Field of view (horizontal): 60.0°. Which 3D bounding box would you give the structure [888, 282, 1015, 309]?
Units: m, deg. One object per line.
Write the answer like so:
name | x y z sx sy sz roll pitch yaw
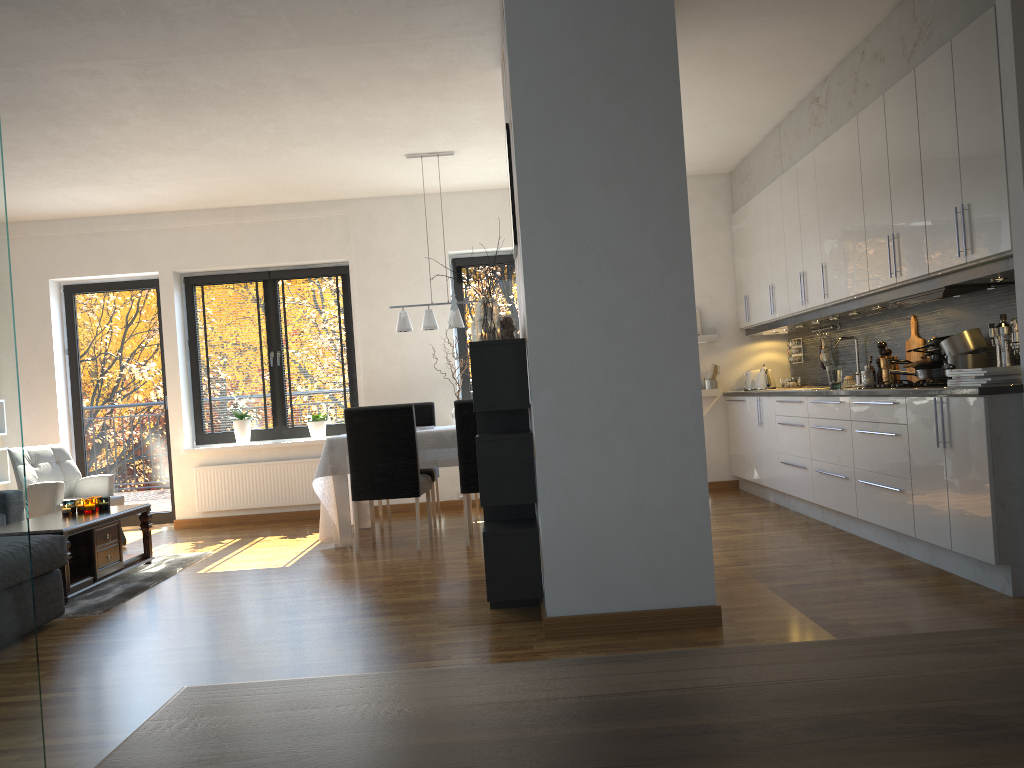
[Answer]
structure | 2.285 -0.508 4.662 0.362 0.148 0.623 -4 -1 0

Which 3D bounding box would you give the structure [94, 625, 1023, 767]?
structure | 0.723 -0.968 1.410 2.685 4.131 4.582 -4 0 -1

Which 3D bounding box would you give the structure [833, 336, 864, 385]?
structure | 2.370 -0.161 6.168 0.195 0.347 0.167 -4 0 -8

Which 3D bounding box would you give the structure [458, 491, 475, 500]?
structure | 0.243 0.744 7.789 1.457 0.459 0.078 -4 0 1

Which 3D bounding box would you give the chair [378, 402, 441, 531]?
chair | -0.830 0.635 7.036 0.461 0.960 0.545 -4 0 0

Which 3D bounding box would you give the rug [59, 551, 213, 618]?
rug | -2.626 1.210 5.382 1.052 0.034 1.813 -4 -1 -1

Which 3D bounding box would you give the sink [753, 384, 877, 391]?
sink | 2.169 0.111 6.437 0.475 0.168 1.421 -4 -1 0

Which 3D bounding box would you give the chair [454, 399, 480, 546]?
chair | -0.121 0.572 6.056 0.461 0.960 0.545 -4 0 0

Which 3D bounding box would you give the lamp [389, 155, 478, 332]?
lamp | -0.561 -1.050 6.576 0.760 1.284 0.131 -4 0 0

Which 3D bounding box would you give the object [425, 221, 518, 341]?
object | -0.165 -0.436 3.894 0.426 0.522 0.298 -4 0 -4

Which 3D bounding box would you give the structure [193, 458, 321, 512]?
structure | -2.045 0.905 7.773 1.457 0.459 0.078 -4 0 -2

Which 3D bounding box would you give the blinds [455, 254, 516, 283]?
blinds | -0.149 -1.045 7.999 0.710 0.229 0.049 -4 0 0

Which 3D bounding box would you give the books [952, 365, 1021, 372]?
books | 2.097 -0.069 3.836 0.252 0.011 0.318 -4 -1 6

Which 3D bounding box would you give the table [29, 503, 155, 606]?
table | -2.654 1.005 5.295 0.570 0.409 1.179 -4 -1 0

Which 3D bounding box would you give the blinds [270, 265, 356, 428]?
blinds | -1.770 -0.333 7.988 0.710 1.422 0.049 -4 0 0

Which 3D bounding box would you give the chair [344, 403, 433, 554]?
chair | -0.823 0.621 6.051 0.461 0.960 0.544 -4 0 5

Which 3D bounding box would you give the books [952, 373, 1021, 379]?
books | 2.084 -0.036 3.832 0.252 0.011 0.318 -4 -1 11

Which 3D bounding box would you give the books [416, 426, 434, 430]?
books | -0.734 0.329 6.509 0.278 0.022 0.204 -4 -1 26

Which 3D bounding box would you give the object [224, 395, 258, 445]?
object | -2.376 0.316 7.808 0.286 0.444 0.340 -4 0 -12

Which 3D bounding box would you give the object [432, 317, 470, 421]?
object | -0.405 -0.075 6.554 0.403 0.785 0.615 -4 0 -26

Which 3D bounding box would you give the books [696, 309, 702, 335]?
books | 1.474 -0.505 7.785 0.364 0.299 0.109 -4 0 0

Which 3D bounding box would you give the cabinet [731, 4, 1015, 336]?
cabinet | 2.194 -0.997 5.726 0.458 1.069 4.236 -4 -1 0

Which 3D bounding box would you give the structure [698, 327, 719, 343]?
structure | 1.493 -0.416 7.766 0.594 0.129 0.147 -4 0 0

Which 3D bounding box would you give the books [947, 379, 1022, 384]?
books | 2.074 -0.014 3.806 0.252 0.011 0.318 -4 -1 -1

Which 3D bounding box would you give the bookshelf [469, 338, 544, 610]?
bookshelf | -0.025 0.422 4.317 0.237 1.200 1.190 -4 0 0

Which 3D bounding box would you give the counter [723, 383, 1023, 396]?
counter | 2.195 0.117 5.724 0.622 0.192 4.250 -4 -1 0

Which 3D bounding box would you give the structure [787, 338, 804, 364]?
structure | 2.433 -0.282 7.627 0.045 0.209 0.279 -4 0 0

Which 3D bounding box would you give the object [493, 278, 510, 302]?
object | -0.089 -0.362 4.705 0.163 0.383 0.154 -4 0 16

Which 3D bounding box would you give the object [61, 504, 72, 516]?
object | -2.751 0.778 5.477 0.060 0.061 0.060 -4 0 5

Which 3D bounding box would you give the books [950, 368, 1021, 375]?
books | 2.092 -0.058 3.828 0.252 0.011 0.318 -4 -1 1

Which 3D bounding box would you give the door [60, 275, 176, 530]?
door | -3.513 0.177 8.014 0.976 2.275 0.119 -4 0 0

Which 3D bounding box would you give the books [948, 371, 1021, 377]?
books | 2.078 -0.046 3.817 0.252 0.011 0.318 -4 -1 1

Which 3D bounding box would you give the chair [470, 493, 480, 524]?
chair | -0.128 0.585 7.041 0.461 0.960 0.544 -4 0 5

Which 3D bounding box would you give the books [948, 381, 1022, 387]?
books | 2.074 -0.003 3.818 0.252 0.011 0.318 -4 -1 3

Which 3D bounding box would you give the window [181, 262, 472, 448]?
window | -1.430 2.038 19.786 12.977 18.371 21.821 -4 0 30

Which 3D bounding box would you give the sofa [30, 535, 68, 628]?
sofa | -3.281 0.833 4.779 2.163 0.848 2.509 -4 -1 0

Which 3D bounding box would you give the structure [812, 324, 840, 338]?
structure | 2.419 -0.408 6.852 0.067 0.081 0.443 -4 -1 0

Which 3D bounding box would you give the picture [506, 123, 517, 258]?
picture | -0.004 -0.908 4.224 0.014 0.559 0.365 -4 0 0

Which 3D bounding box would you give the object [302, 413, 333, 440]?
object | -1.720 0.375 7.866 0.267 0.237 0.283 -4 0 -19

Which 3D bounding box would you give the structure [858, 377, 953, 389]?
structure | 2.185 -0.008 4.670 0.500 0.041 0.662 -4 -1 0

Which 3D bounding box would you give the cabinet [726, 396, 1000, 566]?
cabinet | 1.929 0.426 5.722 0.040 0.690 4.224 -4 -1 0

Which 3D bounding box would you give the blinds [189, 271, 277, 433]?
blinds | -2.491 -0.282 7.983 0.710 1.422 0.049 -4 0 0

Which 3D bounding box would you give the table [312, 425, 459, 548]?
table | -0.456 0.701 6.583 1.856 0.763 1.235 -4 -1 0

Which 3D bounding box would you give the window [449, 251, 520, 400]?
window | 0.255 -0.431 8.040 1.561 1.588 0.119 -4 0 0

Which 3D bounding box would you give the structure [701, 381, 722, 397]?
structure | 1.526 0.056 7.766 0.594 0.129 0.147 -4 0 0

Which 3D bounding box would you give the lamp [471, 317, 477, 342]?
lamp | -0.136 -0.240 4.024 0.098 0.131 0.106 -4 0 12

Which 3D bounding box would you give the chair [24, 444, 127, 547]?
chair | -3.416 0.877 6.778 0.685 0.832 0.545 -4 0 24

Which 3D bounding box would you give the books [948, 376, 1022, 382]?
books | 2.072 -0.024 3.790 0.252 0.011 0.318 -4 -1 -4
